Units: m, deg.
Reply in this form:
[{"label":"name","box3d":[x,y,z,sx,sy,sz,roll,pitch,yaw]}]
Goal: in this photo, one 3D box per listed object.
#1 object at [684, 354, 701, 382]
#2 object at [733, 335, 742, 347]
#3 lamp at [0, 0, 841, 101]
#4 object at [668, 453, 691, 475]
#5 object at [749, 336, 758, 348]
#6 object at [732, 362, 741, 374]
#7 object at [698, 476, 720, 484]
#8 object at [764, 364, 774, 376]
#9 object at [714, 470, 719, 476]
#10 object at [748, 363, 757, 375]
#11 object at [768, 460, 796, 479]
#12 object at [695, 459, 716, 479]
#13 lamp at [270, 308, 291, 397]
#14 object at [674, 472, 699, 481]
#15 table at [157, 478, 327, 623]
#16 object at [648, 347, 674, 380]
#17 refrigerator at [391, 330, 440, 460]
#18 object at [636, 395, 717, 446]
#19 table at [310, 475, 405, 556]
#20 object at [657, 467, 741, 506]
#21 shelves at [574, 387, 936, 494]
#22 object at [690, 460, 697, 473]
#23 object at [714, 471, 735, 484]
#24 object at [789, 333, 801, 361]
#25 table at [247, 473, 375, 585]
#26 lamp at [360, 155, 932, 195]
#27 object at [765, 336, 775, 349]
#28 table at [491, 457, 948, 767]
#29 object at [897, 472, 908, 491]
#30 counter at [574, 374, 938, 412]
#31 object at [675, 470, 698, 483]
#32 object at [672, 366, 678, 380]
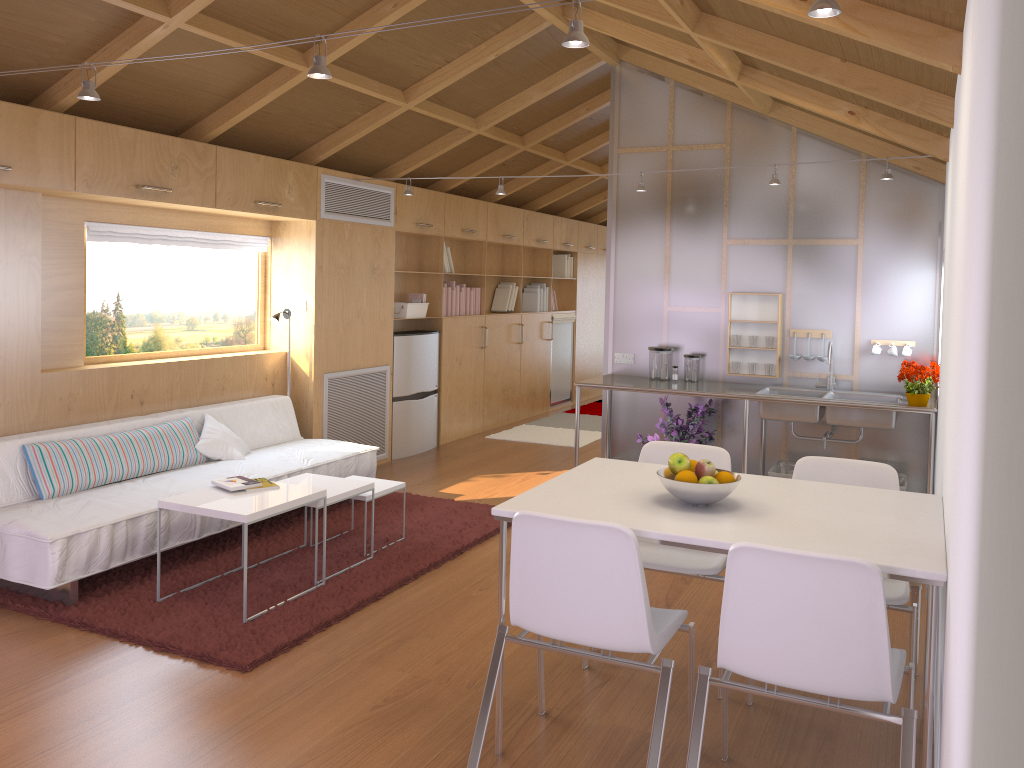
[{"label":"object","box3d":[1.200,-0.105,5.898,0.113,0.176,0.113,-2,5,-44]},{"label":"object","box3d":[1.482,-0.283,5.818,0.061,0.077,0.061,4,5,37]},{"label":"lamp","box3d":[-0.748,-0.992,2.678,3.834,0.152,0.073,4,4,25]},{"label":"object","box3d":[0.514,0.245,2.708,0.070,0.069,0.077,3,5,26]},{"label":"object","box3d":[1.575,-0.275,5.774,0.061,0.077,0.061,1,4,-1]},{"label":"object","box3d":[1.478,-0.106,5.824,0.061,0.077,0.061,4,5,37]},{"label":"object","box3d":[0.590,0.310,2.648,0.070,0.069,0.077,3,5,26]},{"label":"object","box3d":[1.665,-0.092,5.736,0.061,0.077,0.061,1,4,-1]},{"label":"object","box3d":[0.615,0.295,2.747,0.071,0.078,0.069,-1,4,-27]},{"label":"object","box3d":[1.571,-0.099,5.780,0.061,0.077,0.061,1,4,-1]},{"label":"object","box3d":[1.728,0.590,5.342,0.299,0.158,0.416,4,6,25]},{"label":"object","box3d":[0.589,0.263,2.698,0.061,0.067,0.063,-1,5,-27]},{"label":"lamp","box3d":[-1.510,0.091,5.938,0.182,1.193,0.255,1,2,1]},{"label":"object","box3d":[0.541,0.305,2.730,0.080,0.089,0.078,0,4,-15]},{"label":"table","box3d":[-1.176,0.703,3.886,0.486,0.437,0.526,3,5,25]},{"label":"object","box3d":[1.002,-0.139,5.969,0.172,0.215,0.172,4,5,39]},{"label":"refrigerator","box3d":[-0.852,0.067,7.294,0.262,0.984,0.715,2,4,25]},{"label":"object","box3d":[1.035,0.343,5.616,0.525,0.551,0.352,3,3,17]},{"label":"table","box3d":[-0.809,0.688,4.668,0.342,0.307,0.370,3,5,25]},{"label":"object","box3d":[0.571,0.323,2.711,0.255,0.090,0.256,-1,6,-22]},{"label":"shelves","box3d":[1.478,0.436,5.534,2.096,0.750,0.634,4,5,25]},{"label":"object","box3d":[0.566,0.273,2.791,0.067,0.067,0.068,1,4,1]},{"label":"object","box3d":[0.646,0.300,2.690,0.067,0.066,0.068,0,5,-21]},{"label":"object","box3d":[1.812,-0.242,5.661,0.074,0.182,0.075,0,3,-33]},{"label":"table","box3d":[-0.979,0.688,4.305,0.425,0.382,0.460,3,5,25]},{"label":"lamp","box3d":[0.616,-1.287,5.563,3.834,0.152,0.073,4,4,25]},{"label":"object","box3d":[1.669,-0.268,5.730,0.061,0.077,0.061,1,4,-1]},{"label":"table","box3d":[0.667,0.735,2.766,1.211,0.740,0.902,4,5,25]},{"label":"object","box3d":[2.139,0.621,5.148,0.299,0.158,0.416,4,6,25]},{"label":"counter","box3d":[1.487,0.043,5.520,2.112,0.021,0.652,4,7,25]},{"label":"object","box3d":[0.525,0.293,2.661,0.067,0.067,0.068,1,4,1]},{"label":"object","box3d":[1.079,-0.073,5.849,0.037,0.092,0.037,3,3,40]}]
